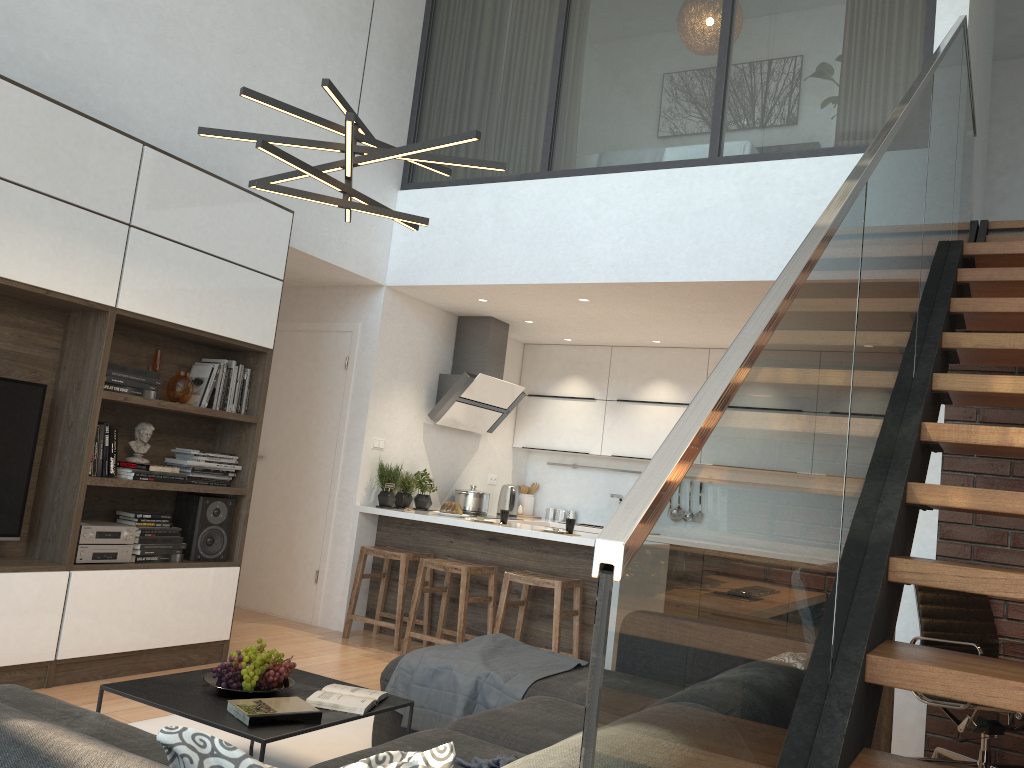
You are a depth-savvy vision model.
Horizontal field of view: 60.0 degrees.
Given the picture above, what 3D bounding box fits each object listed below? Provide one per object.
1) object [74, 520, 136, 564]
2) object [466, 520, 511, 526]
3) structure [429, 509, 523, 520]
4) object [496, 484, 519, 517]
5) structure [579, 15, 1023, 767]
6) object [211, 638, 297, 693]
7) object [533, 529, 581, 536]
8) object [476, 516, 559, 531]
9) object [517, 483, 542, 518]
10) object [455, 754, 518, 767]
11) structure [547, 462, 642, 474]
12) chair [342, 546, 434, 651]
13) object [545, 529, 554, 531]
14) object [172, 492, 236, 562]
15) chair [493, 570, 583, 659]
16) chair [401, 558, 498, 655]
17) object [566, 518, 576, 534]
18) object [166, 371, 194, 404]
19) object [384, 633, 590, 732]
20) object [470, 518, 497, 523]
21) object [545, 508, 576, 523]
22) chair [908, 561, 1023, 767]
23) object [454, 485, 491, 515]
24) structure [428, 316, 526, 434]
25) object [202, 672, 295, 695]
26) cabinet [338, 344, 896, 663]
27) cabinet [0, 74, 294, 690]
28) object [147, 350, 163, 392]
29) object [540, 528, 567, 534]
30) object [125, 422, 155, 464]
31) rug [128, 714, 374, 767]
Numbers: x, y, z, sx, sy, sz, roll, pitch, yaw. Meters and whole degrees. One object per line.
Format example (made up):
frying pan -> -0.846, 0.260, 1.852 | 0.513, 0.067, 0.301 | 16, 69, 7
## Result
object -> -1.975, 0.738, 4.153 | 0.270, 0.174, 0.285 | 3, -8, 30
object -> -0.157, 0.906, 5.798 | 0.305, 0.002, 0.305 | 7, -7, -1
structure -> -0.289, 1.017, 6.899 | 0.550, 0.006, 0.609 | 3, -8, 30
object -> -0.035, 0.991, 7.559 | 0.179, 0.270, 0.220 | 5, -7, 17
structure -> 2.017, 0.166, 2.883 | 1.289, 3.460, 5.660 | 3, -8, 30
object -> -0.860, 0.917, 2.930 | 0.256, 0.173, 0.279 | 3, -7, 27
object -> 0.277, 0.924, 5.513 | 0.304, 0.002, 0.304 | 10, -7, -28
object -> 0.031, 0.885, 5.619 | 0.597, 0.039, 0.064 | 3, -7, 26
object -> 0.113, 1.031, 7.961 | 0.221, 0.316, 0.330 | 3, -8, 30
object -> -0.028, 0.899, 1.827 | 0.411, 0.118, 0.905 | 6, -7, 6
structure -> 1.627, 0.790, 7.336 | 3.000, 0.045, 0.050 | 3, -8, 30
chair -> -0.793, 1.396, 5.850 | 0.450, 0.600, 0.350 | 3, -8, 30
object -> 0.247, 0.899, 5.425 | 0.025, 0.012, 0.126 | 12, -9, -41
object -> -1.653, 0.763, 4.736 | 0.244, 0.331, 0.214 | 1, -9, 40
chair -> 0.156, 1.439, 5.255 | 0.450, 0.600, 0.350 | 3, -7, 27
chair -> -0.363, 1.402, 5.463 | 0.450, 0.600, 0.350 | 2, -8, 35
object -> 0.363, 0.890, 5.548 | 0.066, 0.093, 0.066 | 6, -7, 3
object -> -1.703, 0.021, 4.554 | 0.130, 0.171, 0.130 | 9, -7, -20
object -> -0.077, 1.206, 3.435 | 0.548, 0.369, 0.685 | 2, -8, 38
object -> -0.185, 0.892, 5.773 | 0.176, 0.014, 0.176 | 4, -7, 20
object -> 0.432, 1.168, 7.896 | 0.297, 0.105, 0.112 | 3, -8, 32
chair -> 2.088, 1.298, 3.820 | 0.651, 0.991, 0.700 | 10, -7, -25
object -> -0.320, 0.920, 7.093 | 0.315, 0.223, 0.288 | 9, -7, -19
structure -> -0.228, -0.123, 7.079 | 0.407, 0.998, 0.898 | 3, -8, 30
object -> -0.865, 0.986, 2.913 | 0.295, 0.026, 0.295 | 4, -7, 24
cabinet -> 1.060, 0.754, 6.301 | 3.495, 2.401, 2.401 | 3, -8, 30
cabinet -> -2.487, -0.071, 3.214 | 0.338, 2.494, 4.036 | 3, -8, 30
object -> -1.827, -0.046, 4.504 | 0.082, 0.265, 0.081 | 12, -8, -38
object -> 0.260, 0.909, 5.476 | 0.176, 0.014, 0.176 | 2, -8, 34
object -> -1.875, 0.293, 4.472 | 0.117, 0.207, 0.116 | 9, -7, -19
rug -> -0.869, 1.352, 3.010 | 1.606, 0.013, 2.496 | 3, -8, 30
